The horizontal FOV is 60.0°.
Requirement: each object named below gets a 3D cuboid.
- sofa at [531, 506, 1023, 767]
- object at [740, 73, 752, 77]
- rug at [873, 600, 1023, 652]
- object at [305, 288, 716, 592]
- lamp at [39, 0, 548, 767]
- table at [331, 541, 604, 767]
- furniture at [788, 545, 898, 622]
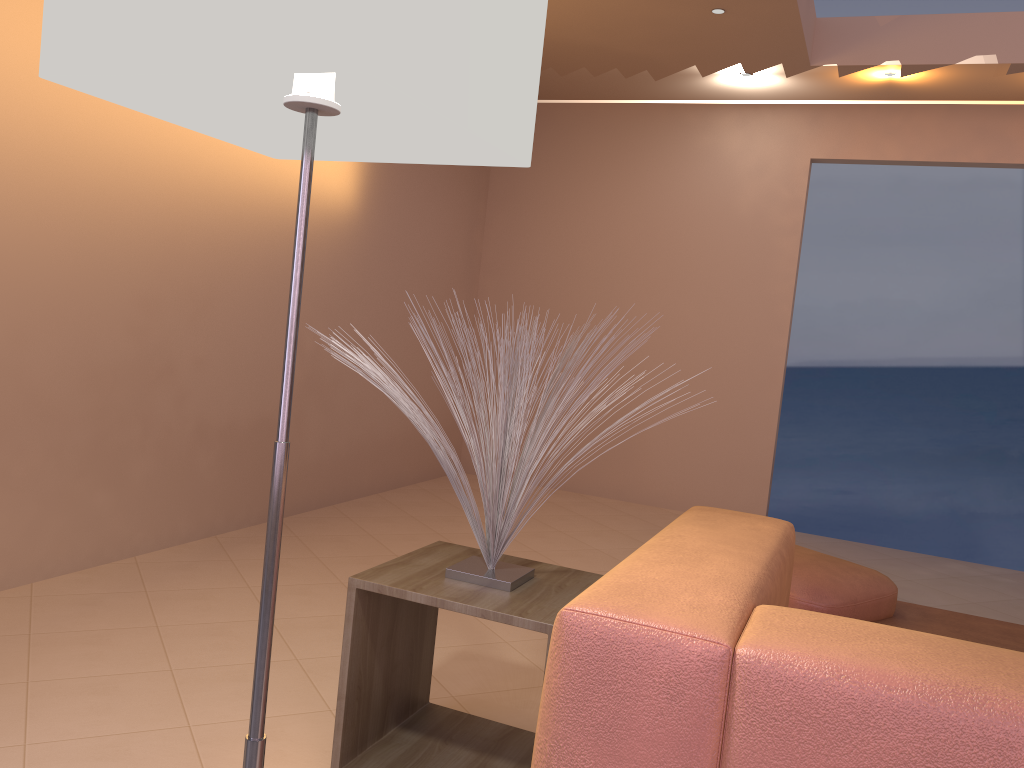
[{"bbox_3d":[1.447,0.758,1.081,2.781,0.672,0.943,7,4,22],"label":"sofa"},{"bbox_3d":[1.246,-1.648,4.725,0.058,0.004,0.058,6,4,-6],"label":"object"},{"bbox_3d":[2.178,1.071,2.655,2.626,0.005,1.833,7,4,22],"label":"rug"},{"bbox_3d":[-0.049,0.114,1.859,0.700,0.634,0.703,5,4,-22],"label":"object"},{"bbox_3d":[-0.311,0.102,1.191,0.454,1.578,0.454,7,4,22],"label":"lamp"},{"bbox_3d":[-0.071,0.643,1.971,0.469,0.436,0.415,7,4,22],"label":"table"},{"bbox_3d":[1.179,0.818,3.710,0.659,0.226,0.699,3,5,-38],"label":"furniture"}]
